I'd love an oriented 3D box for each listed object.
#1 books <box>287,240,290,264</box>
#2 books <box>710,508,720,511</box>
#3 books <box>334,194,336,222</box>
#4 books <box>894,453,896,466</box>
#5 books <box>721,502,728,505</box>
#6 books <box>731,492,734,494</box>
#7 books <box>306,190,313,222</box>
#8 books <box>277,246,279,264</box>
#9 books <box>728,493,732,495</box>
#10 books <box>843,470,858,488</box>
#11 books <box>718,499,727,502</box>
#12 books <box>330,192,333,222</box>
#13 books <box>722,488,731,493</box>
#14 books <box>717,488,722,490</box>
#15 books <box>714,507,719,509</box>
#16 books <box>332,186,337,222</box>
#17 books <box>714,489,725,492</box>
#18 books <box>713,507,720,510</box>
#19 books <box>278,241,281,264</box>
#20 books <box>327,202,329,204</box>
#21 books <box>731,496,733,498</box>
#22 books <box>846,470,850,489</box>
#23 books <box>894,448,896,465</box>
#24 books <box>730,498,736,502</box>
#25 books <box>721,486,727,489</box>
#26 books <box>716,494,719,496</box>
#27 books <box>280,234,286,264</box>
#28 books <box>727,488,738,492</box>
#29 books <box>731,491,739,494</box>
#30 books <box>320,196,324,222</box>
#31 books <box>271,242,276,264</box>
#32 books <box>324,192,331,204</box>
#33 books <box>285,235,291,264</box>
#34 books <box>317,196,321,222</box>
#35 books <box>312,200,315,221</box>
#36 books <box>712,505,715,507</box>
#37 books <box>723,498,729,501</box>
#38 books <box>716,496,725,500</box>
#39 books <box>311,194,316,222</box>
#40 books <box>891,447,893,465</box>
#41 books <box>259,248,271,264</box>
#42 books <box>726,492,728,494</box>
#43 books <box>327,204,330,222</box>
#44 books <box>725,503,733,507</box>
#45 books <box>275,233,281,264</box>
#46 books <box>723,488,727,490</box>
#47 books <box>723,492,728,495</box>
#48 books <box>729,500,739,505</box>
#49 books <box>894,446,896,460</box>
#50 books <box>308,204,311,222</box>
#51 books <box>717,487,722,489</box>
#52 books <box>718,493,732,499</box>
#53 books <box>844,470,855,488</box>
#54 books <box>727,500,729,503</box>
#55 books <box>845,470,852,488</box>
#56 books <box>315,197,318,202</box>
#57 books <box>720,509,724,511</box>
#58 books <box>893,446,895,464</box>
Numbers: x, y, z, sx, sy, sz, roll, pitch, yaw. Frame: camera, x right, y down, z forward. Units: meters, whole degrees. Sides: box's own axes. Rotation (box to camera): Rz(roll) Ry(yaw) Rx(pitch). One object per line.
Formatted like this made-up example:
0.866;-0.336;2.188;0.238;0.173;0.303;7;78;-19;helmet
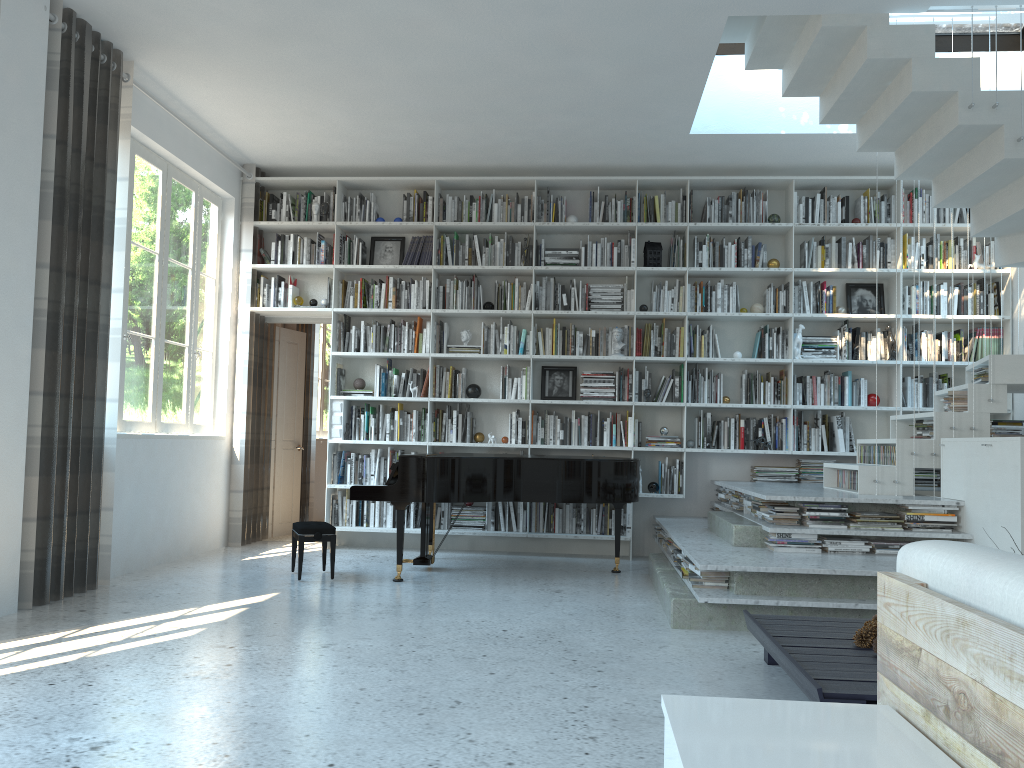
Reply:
-1.915;-1.115;7.715;0.024;0.239;0.155;1;-3;5;books
1.727;1.032;7.257;0.184;0.006;0.262;1;-4;6;books
-1.484;-1.483;7.656;0.024;0.252;0.235;1;-3;5;books
2.485;0.457;5.612;0.125;0.123;0.035;1;-3;5;books
1.744;0.939;6.933;0.173;0.017;0.233;1;-4;4;books
1.729;0.823;6.634;0.160;0.010;0.179;1;-4;5;books
-1.762;-1.516;7.725;0.029;0.314;0.129;1;-3;5;books
-2.011;-1.093;7.731;0.024;0.192;0.138;1;-3;5;books
1.724;0.831;6.634;0.167;0.008;0.234;1;-4;4;books
2.384;0.667;6.204;0.125;0.125;0.007;1;-3;5;books
1.772;0.944;7.223;0.163;0.017;0.233;1;-4;7;books
-1.543;-1.499;7.698;0.022;0.286;0.175;1;-3;5;books
1.751;0.835;6.938;0.163;0.018;0.290;1;-4;4;books
1.774;0.860;7.227;0.167;0.008;0.234;1;-4;4;books
1.737;1.012;7.257;0.152;0.015;0.208;1;-4;10;books
-1.525;-1.524;7.693;0.014;0.337;0.168;1;-3;5;books
1.763;0.872;7.228;0.171;0.015;0.253;1;-4;0;books
1.735;1.024;7.256;0.159;0.009;0.210;1;-4;9;books
-1.990;-1.112;7.704;0.022;0.228;0.171;1;-3;5;books
-1.594;-1.458;7.704;0.023;0.204;0.146;1;-3;5;books
1.734;0.855;6.632;0.150;0.013;0.215;1;-4;5;books
2.378;0.662;6.135;0.125;0.125;0.008;1;-3;5;books
2.485;0.457;5.604;0.125;0.123;0.036;1;-3;5;books
1.729;0.871;6.632;0.154;0.018;0.221;1;-4;4;books
1.742;0.809;6.940;0.171;0.020;0.193;1;-4;0;books
1.769;0.913;7.225;0.179;0.012;0.262;1;-4;5;books
-1.967;-1.139;7.699;0.023;0.282;0.186;1;-3;5;books
1.717;0.797;6.637;0.165;0.015;0.243;1;-4;0;books
1.730;0.811;6.635;0.149;0.013;0.220;1;-4;8;books
-1.632;-1.487;7.701;0.027;0.259;0.147;1;-3;5;books
-2.053;-1.107;7.720;0.034;0.217;0.166;1;-3;5;books
-1.610;-1.502;7.712;0.013;0.292;0.154;1;-3;5;books
-1.940;-1.140;7.719;0.028;0.288;0.132;1;-3;5;books
-1.656;-1.484;7.706;0.021;0.253;0.179;1;-3;5;books
-1.702;-1.471;7.713;0.021;0.226;0.156;1;-3;5;books
1.731;1.001;7.258;0.174;0.009;0.240;1;-4;7;books
1.751;0.905;6.934;0.152;0.009;0.259;1;-4;2;books
1.764;0.927;7.224;0.175;0.017;0.265;1;-4;8;books
-1.718;-1.496;7.716;0.013;0.275;0.158;1;-3;5;books
2.490;0.460;5.670;0.125;0.125;0.011;1;-3;5;books
-2.130;-1.087;7.737;0.121;0.175;0.129;1;-3;5;books
1.752;0.850;6.937;0.143;0.012;0.264;1;-4;10;books
-1.569;-1.448;7.698;0.028;0.184;0.168;1;-3;5;books
1.708;0.908;6.631;0.190;0.012;0.235;1;-4;3;books
-2.029;-1.146;7.723;0.011;0.296;0.162;1;-3;5;books
1.753;0.823;6.939;0.159;0.007;0.285;1;-4;4;books
1.745;0.859;6.937;0.171;0.007;0.206;1;-4;7;books
1.718;0.891;6.632;0.164;0.023;0.242;1;-4;9;books
2.484;0.456;5.597;0.125;0.123;0.035;1;-3;5;books
-1.738;-1.453;7.709;0.024;0.187;0.159;1;-3;5;books
1.774;0.851;7.228;0.159;0.011;0.246;1;-4;2;books
1.734;0.877;6.937;0.189;0.030;0.238;1;-4;2;books
2.382;0.666;6.182;0.125;0.125;0.008;1;-3;5;books
1.763;0.920;6.932;0.131;0.021;0.240;1;-4;7;books
2.380;0.664;6.158;0.125;0.125;0.009;1;-3;5;books
-1.680;-1.480;7.698;0.025;0.243;0.168;1;-3;5;books
1.717;0.984;6.947;0.149;0.014;0.228;1;-4;3;books
2.486;0.458;5.620;0.125;0.123;0.034;1;-3;5;books
